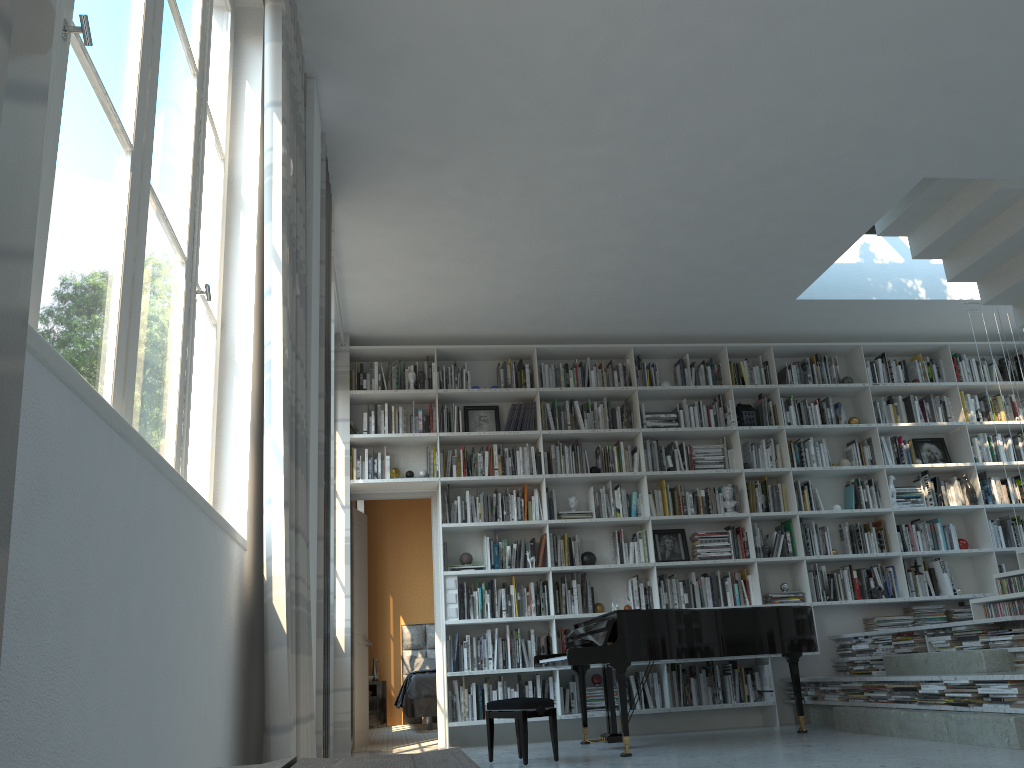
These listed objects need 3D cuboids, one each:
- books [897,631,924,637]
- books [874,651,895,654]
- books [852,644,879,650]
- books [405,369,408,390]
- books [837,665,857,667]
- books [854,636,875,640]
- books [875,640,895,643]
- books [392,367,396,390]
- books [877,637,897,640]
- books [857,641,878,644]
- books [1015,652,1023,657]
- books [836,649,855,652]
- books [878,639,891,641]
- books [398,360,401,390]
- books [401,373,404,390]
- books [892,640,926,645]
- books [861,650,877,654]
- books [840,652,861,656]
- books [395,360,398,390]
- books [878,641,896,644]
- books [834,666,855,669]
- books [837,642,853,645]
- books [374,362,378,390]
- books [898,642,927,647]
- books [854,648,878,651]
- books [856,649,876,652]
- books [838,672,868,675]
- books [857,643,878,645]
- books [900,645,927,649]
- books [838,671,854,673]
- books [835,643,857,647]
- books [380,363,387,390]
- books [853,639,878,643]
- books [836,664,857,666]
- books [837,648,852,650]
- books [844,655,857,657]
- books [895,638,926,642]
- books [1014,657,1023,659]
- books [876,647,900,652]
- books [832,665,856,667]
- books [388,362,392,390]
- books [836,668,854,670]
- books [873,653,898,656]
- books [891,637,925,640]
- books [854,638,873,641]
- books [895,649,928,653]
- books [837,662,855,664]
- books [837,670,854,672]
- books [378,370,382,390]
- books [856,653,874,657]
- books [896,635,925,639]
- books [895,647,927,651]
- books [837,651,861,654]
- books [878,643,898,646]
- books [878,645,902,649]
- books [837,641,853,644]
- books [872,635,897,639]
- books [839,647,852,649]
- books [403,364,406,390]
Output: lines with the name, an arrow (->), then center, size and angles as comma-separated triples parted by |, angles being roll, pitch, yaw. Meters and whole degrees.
books -> 2.886, 1.790, 6.361 | 0.139, 0.028, 0.262 | -2, -18, -3
books -> 2.838, 1.992, 6.594 | 0.190, 0.012, 0.236 | 0, -19, -10
books -> 2.794, 2.041, 6.896 | 0.189, 0.029, 0.238 | 0, -19, -11
books -> -0.882, 0.007, 7.433 | 0.021, 0.225, 0.157 | -1, -18, -8
books -> 2.740, 2.277, 7.158 | 0.152, 0.005, 0.243 | -2, -18, -4
books -> 2.797, 1.976, 6.918 | 0.171, 0.020, 0.194 | 1, -19, -13
books -> 2.847, 1.919, 6.619 | 0.167, 0.008, 0.235 | 0, -19, -9
books -> -0.989, -0.003, 7.431 | 0.030, 0.256, 0.130 | -1, -18, -8
books -> 2.851, 1.900, 6.626 | 0.149, 0.013, 0.221 | -2, -18, -5
books -> 2.810, 2.014, 6.907 | 0.143, 0.012, 0.265 | -2, -18, -3
books -> 3.073, 1.561, 5.139 | 0.234, 0.025, 0.158 | 1, -19, -13
books -> 2.768, 2.148, 7.167 | 0.179, 0.012, 0.262 | -1, -18, -8
books -> 2.852, 1.910, 6.623 | 0.160, 0.010, 0.180 | -1, -18, -8
books -> -0.947, -0.032, 7.443 | 0.029, 0.313, 0.129 | -1, -18, -8
books -> -0.916, 0.024, 7.417 | 0.024, 0.186, 0.160 | -1, -18, -8
books -> 2.879, 1.844, 6.342 | 0.179, 0.017, 0.294 | -1, -18, -7
books -> 2.827, 2.081, 6.888 | 0.131, 0.021, 0.241 | -1, -18, -6
books -> 2.775, 2.178, 7.158 | 0.163, 0.017, 0.233 | -1, -18, -6
books -> -0.966, -0.030, 7.428 | 0.014, 0.303, 0.146 | -1, -18, -8
books -> 2.855, 1.929, 6.617 | 0.144, 0.013, 0.221 | -2, -18, -5
books -> 2.743, 2.285, 7.156 | 0.159, 0.012, 0.279 | 0, -19, -9
books -> 2.769, 2.098, 7.184 | 0.167, 0.008, 0.235 | 0, -19, -9
books -> -1.131, -0.020, 7.398 | 0.028, 0.282, 0.190 | -1, -18, -8
books -> 2.888, 1.860, 6.338 | 0.159, 0.018, 0.203 | 0, -19, -10
books -> 2.809, 2.059, 6.893 | 0.163, 0.008, 0.296 | 0, -19, -10
books -> 2.813, 2.067, 6.890 | 0.152, 0.009, 0.260 | 0, -19, -11
books -> 2.744, 2.329, 7.142 | 0.163, 0.019, 0.188 | 0, -19, -9
books -> 2.804, 2.023, 6.903 | 0.171, 0.007, 0.207 | -1, -18, -6
books -> 2.901, 1.876, 6.335 | 0.138, 0.017, 0.238 | 0, -19, -9
books -> 2.743, 2.317, 7.145 | 0.144, 0.005, 0.258 | -2, -18, -3
books -> 2.760, 2.109, 7.179 | 0.171, 0.015, 0.253 | 1, -19, -13
books -> -1.066, -0.016, 7.389 | 0.057, 0.261, 0.191 | -1, -18, -8
books -> 2.808, 2.000, 6.912 | 0.163, 0.018, 0.291 | 0, -19, -9
books -> 2.736, 2.264, 7.162 | 0.159, 0.009, 0.211 | -2, -18, -4
books -> 2.775, 2.138, 7.172 | 0.156, 0.009, 0.288 | 0, -19, -10
books -> 2.789, 2.193, 7.156 | 0.134, 0.014, 0.182 | 0, -19, -11
books -> 2.881, 1.830, 6.347 | 0.161, 0.012, 0.255 | -2, -18, -4
books -> 3.073, 1.583, 5.147 | 0.257, 0.010, 0.132 | -2, -18, -4
books -> 2.846, 1.976, 6.601 | 0.164, 0.023, 0.243 | -2, -18, -4
books -> 2.729, 2.271, 7.159 | 0.184, 0.006, 0.263 | -1, -18, -7
books -> -1.021, -0.021, 7.413 | 0.039, 0.281, 0.182 | -1, -18, -8
books -> 2.740, 2.296, 7.152 | 0.170, 0.012, 0.216 | -1, -18, -8
books -> 2.843, 2.004, 6.591 | 0.183, 0.012, 0.297 | 0, -19, -9
books -> 2.873, 1.820, 6.349 | 0.187, 0.009, 0.262 | 0, -19, -9
books -> 2.809, 1.988, 6.916 | 0.159, 0.007, 0.286 | 0, -19, -9
books -> 2.874, 1.903, 6.322 | 0.182, 0.011, 0.254 | -2, -18, -4
books -> 2.738, 2.252, 7.166 | 0.152, 0.015, 0.208 | -2, -18, -3
books -> 2.752, 2.308, 7.150 | 0.147, 0.014, 0.293 | -1, -18, -8
books -> -1.099, 0.013, 7.381 | 0.030, 0.205, 0.176 | -1, -18, -8
books -> 2.810, 2.099, 6.879 | 0.173, 0.016, 0.234 | 0, -19, -9
books -> 2.899, 1.809, 6.356 | 0.128, 0.013, 0.297 | 0, -19, -10
books -> 2.880, 1.891, 6.327 | 0.178, 0.014, 0.248 | 0, -19, -10
books -> 2.765, 2.162, 7.162 | 0.175, 0.017, 0.266 | -2, -18, -5
books -> 2.859, 1.941, 6.614 | 0.150, 0.013, 0.216 | -1, -18, -8
books -> 2.856, 1.956, 6.608 | 0.154, 0.018, 0.221 | 0, -19, -9
books -> 2.769, 2.089, 7.187 | 0.159, 0.011, 0.247 | 0, -19, -11
books -> 2.838, 1.887, 6.629 | 0.165, 0.015, 0.244 | 1, -19, -13
books -> 2.782, 2.130, 7.175 | 0.145, 0.008, 0.299 | 0, -19, -9
books -> -0.901, -0.015, 7.439 | 0.013, 0.274, 0.159 | -1, -18, -8
